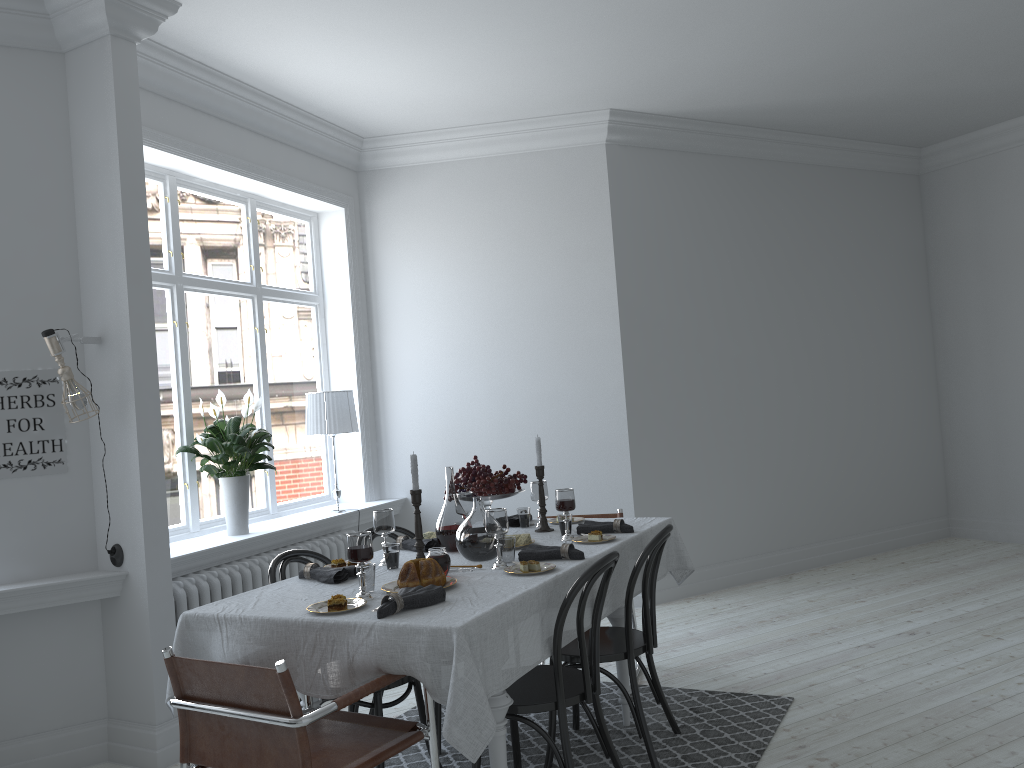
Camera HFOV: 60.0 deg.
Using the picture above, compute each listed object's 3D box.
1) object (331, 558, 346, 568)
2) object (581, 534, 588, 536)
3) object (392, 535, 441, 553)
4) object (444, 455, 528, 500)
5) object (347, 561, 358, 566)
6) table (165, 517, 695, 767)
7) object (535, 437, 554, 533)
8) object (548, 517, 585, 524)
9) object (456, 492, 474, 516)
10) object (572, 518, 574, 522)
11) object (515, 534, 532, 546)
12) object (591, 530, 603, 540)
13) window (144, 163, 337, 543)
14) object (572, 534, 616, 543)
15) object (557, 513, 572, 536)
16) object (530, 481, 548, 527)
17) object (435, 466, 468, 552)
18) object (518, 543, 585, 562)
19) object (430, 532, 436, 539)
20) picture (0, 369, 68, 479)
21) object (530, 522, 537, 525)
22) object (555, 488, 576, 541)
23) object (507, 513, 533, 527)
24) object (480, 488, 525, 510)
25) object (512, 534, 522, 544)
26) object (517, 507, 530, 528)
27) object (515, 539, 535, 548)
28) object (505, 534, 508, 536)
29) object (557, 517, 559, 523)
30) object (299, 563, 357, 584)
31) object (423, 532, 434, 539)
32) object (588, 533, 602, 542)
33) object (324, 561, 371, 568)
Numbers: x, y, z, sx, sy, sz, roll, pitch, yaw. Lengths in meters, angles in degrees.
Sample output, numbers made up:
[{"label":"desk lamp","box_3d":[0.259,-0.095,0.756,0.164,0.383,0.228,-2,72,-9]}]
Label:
[{"label":"object","box_3d":[-0.679,0.704,3.472,0.036,0.039,0.051,-5,-2,37]},{"label":"object","box_3d":[0.354,0.646,3.790,0.131,0.012,0.031,-5,-1,27]},{"label":"object","box_3d":[-0.420,0.682,3.788,0.247,0.061,0.165,-5,-1,9]},{"label":"object","box_3d":[-0.115,0.436,4.164,0.347,0.215,0.318,-5,-1,22]},{"label":"object","box_3d":[-0.612,0.698,3.472,0.057,0.041,0.038,-5,-1,12]},{"label":"table","box_3d":[-0.121,1.100,3.511,1.210,0.842,2.179,-5,-1,27]},{"label":"object","box_3d":[0.132,0.458,4.064,0.089,0.432,0.089,-4,-1,-8]},{"label":"object","box_3d":[0.262,0.664,4.299,0.182,0.013,0.182,-4,-1,-20]},{"label":"object","box_3d":[-0.204,0.592,3.943,0.083,0.215,0.083,-3,-2,-35]},{"label":"object","box_3d":[0.270,0.660,4.306,0.037,0.021,0.057,-4,-1,-30]},{"label":"object","box_3d":[0.044,0.641,3.656,0.039,0.040,0.078,-5,-2,34]},{"label":"object","box_3d":[0.354,0.630,3.696,0.051,0.039,0.036,-5,-1,10]},{"label":"window","box_3d":[-1.711,-0.173,5.247,0.061,2.080,2.079,-5,-1,22]},{"label":"object","box_3d":[0.339,0.644,3.670,0.182,0.013,0.182,-4,-1,-15]},{"label":"object","box_3d":[0.233,0.616,3.867,0.066,0.094,0.066,-3,-2,-41]},{"label":"object","box_3d":[0.134,0.573,4.225,0.083,0.215,0.083,-4,-1,-25]},{"label":"object","box_3d":[-0.250,0.521,3.704,0.152,0.352,0.152,-5,-1,20]},{"label":"object","box_3d":[0.157,0.629,3.357,0.247,0.061,0.165,-5,-1,9]},{"label":"object","box_3d":[-0.348,0.691,4.012,0.039,0.040,0.078,-5,-2,34]},{"label":"picture","box_3d":[-2.104,0.170,3.825,0.311,0.457,0.003,-4,-1,-30]},{"label":"object","box_3d":[0.110,0.677,4.325,0.031,0.012,0.131,-5,-1,22]},{"label":"object","box_3d":[0.230,0.555,3.763,0.083,0.215,0.083,-4,-1,-25]},{"label":"object","box_3d":[0.004,0.663,4.374,0.165,0.061,0.247,-5,-1,9]},{"label":"object","box_3d":[-0.113,0.601,4.155,0.367,0.188,0.367,-5,-1,11]},{"label":"object","box_3d":[0.029,0.655,3.716,0.040,0.040,0.077,-4,-1,-11]},{"label":"object","box_3d":[0.058,0.637,4.220,0.066,0.094,0.066,-3,-2,-41]},{"label":"object","box_3d":[-0.030,0.672,3.702,0.251,0.018,0.251,-4,-1,-30]},{"label":"object","box_3d":[-0.038,0.652,3.665,0.056,0.056,0.100,-4,-1,-13]},{"label":"object","box_3d":[0.230,0.654,4.291,0.021,0.037,0.057,-4,-1,-9]},{"label":"object","box_3d":[-0.691,0.690,3.237,0.247,0.061,0.165,-5,-1,9]},{"label":"object","box_3d":[-0.385,0.695,4.033,0.040,0.039,0.077,-5,-1,30]},{"label":"object","box_3d":[0.341,0.631,3.657,0.057,0.037,0.021,-5,-2,41]},{"label":"object","box_3d":[-0.644,0.714,3.473,0.182,0.013,0.182,-4,-1,-30]}]
